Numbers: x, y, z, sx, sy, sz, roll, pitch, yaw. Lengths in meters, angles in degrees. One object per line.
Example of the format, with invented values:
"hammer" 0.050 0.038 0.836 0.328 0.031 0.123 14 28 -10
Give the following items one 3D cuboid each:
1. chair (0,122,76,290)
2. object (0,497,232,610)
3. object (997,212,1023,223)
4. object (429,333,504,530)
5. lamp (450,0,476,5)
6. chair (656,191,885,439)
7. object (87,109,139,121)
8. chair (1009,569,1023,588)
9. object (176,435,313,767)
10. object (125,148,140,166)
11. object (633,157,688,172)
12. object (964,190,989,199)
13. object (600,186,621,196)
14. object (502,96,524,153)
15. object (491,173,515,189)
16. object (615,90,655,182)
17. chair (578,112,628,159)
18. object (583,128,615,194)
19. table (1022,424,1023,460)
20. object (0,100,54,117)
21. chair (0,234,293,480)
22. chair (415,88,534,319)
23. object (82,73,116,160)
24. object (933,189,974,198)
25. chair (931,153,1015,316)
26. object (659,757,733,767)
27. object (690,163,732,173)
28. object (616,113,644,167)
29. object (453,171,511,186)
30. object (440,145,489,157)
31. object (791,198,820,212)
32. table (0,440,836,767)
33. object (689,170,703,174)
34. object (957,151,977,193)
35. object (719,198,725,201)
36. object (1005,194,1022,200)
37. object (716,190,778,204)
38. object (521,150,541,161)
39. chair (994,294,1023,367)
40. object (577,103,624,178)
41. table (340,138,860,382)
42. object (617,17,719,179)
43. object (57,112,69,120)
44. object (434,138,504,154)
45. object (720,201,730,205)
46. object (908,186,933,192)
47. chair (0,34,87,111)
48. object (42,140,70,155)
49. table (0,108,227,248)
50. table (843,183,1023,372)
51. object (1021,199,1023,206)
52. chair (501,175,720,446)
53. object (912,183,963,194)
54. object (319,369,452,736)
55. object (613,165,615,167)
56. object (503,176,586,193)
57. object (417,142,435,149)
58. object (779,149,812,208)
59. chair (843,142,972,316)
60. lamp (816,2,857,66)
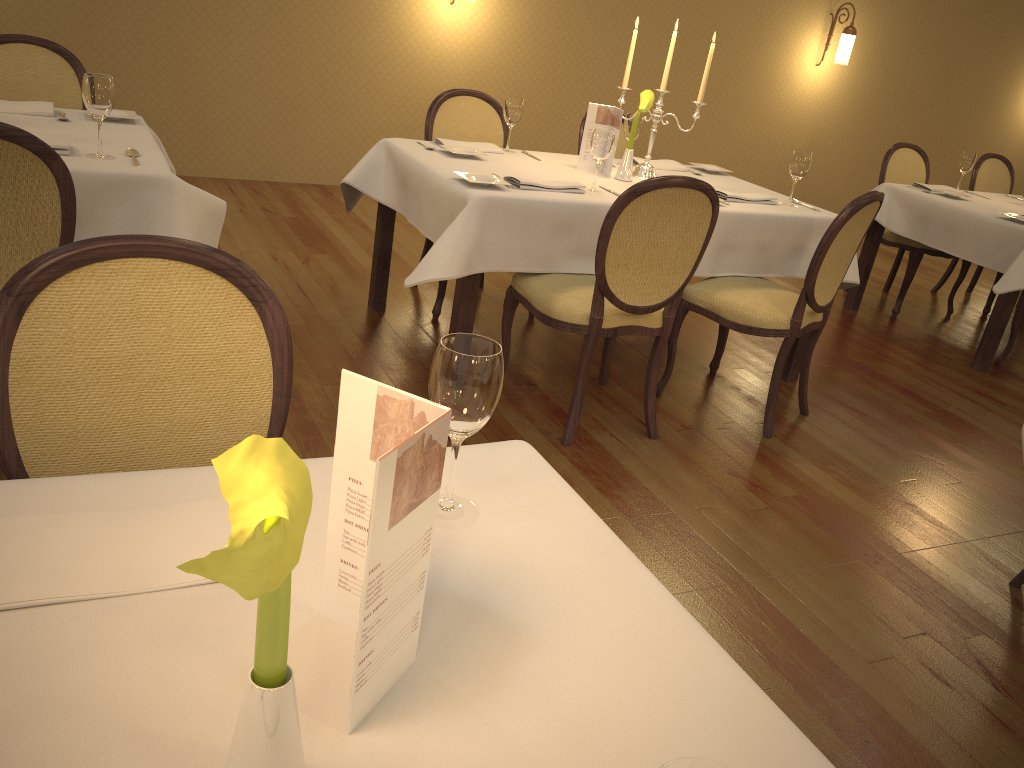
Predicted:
"chair" -1.366 -0.244 2.266 0.530 0.955 0.571 -2 26 -27
"object" -0.397 0.173 0.946 0.273 0.024 0.142 -2 26 -27
"object" 2.558 -0.829 4.474 0.160 0.024 0.160 -2 26 -27
"object" -0.065 0.057 1.081 0.088 0.229 0.088 17 24 17
"lamp" -0.321 -2.736 5.773 0.114 0.513 0.323 -8 29 -36
"chair" 1.002 -0.343 3.457 0.571 0.955 0.530 26 28 32
"object" -1.412 -0.946 3.133 0.160 0.024 0.160 -2 26 -27
"chair" 1.878 0.222 2.499 0.571 0.955 0.530 28 29 37
"object" -0.162 0.175 0.580 0.076 0.375 0.163 7 23 -7
"object" -1.118 -0.669 2.619 0.038 0.015 0.181 -2 26 -26
"object" 0.684 -1.042 4.201 0.273 0.033 0.142 -2 26 -27
"object" 2.751 -1.118 5.239 0.017 0.010 0.185 -2 26 -27
"object" 0.378 -0.741 3.398 0.017 0.010 0.185 -2 26 -26
"object" -0.004 -1.131 3.871 0.088 0.229 0.088 17 24 17
"object" -0.035 -0.733 3.206 0.038 0.015 0.181 -2 26 -26
"object" 0.498 -1.005 3.595 0.076 0.375 0.163 7 23 -7
"chair" 0.593 -0.892 4.569 0.571 0.955 0.530 28 29 37
"object" 0.325 -0.833 3.311 0.088 0.229 0.088 17 24 17
"table" 2.079 0.535 2.096 1.395 0.759 1.389 -2 26 -25
"object" -1.699 -0.938 2.992 0.273 0.033 0.142 -2 26 -27
"chair" -0.498 0.326 1.292 0.530 0.955 0.571 -2 26 -27
"chair" -0.155 -0.840 4.144 0.530 0.955 0.571 -2 26 -27
"object" -1.182 -0.766 2.542 0.088 0.229 0.088 17 24 17
"object" 2.467 -1.057 4.968 0.160 0.024 0.160 -2 26 -27
"chair" 3.260 -0.989 5.878 0.530 0.955 0.571 -2 26 -27
"object" 0.089 0.329 0.512 0.088 0.229 0.088 17 24 17
"object" 0.971 -1.050 4.343 0.160 0.024 0.160 -2 26 -27
"object" 0.541 -1.117 4.058 0.088 0.229 0.088 15 23 12
"object" -0.107 -0.713 3.122 0.160 0.024 0.160 -2 26 -27
"object" -0.198 -0.941 3.615 0.160 0.024 0.160 -2 26 -27
"object" 1.264 -0.773 3.828 0.038 0.015 0.181 -2 26 -26
"table" -0.325 0.640 0.876 1.395 0.759 1.389 -2 26 -25
"object" 0.852 -1.020 4.235 0.038 0.015 0.181 -2 26 -26
"object" 2.661 -1.247 5.223 0.088 0.229 0.088 17 24 17
"object" 0.736 -0.742 3.531 0.160 0.024 0.160 -2 26 -27
"object" 3.093 -1.133 5.412 0.017 0.010 0.185 -2 26 -27
"object" 0.969 -0.792 3.735 0.273 0.033 0.142 -2 26 -27
"object" 0.087 -1.002 3.887 0.017 0.010 0.185 -2 26 -27
"chair" 2.992 -0.434 4.477 0.530 0.955 0.571 -2 26 -27
"object" 0.386 -1.018 3.708 0.166 0.277 0.081 24 27 29
"table" 0.335 -0.546 3.904 2.152 0.759 1.385 -2 26 -27
"object" 0.626 -1.195 3.740 0.390 0.655 0.131 12 23 4
"object" -1.531 -0.916 3.025 0.038 0.015 0.181 -2 26 -26
"object" -0.184 -1.023 3.815 0.273 0.024 0.142 -2 26 -27
"object" 0.828 -0.760 3.626 0.017 0.010 0.185 -2 26 -26
"object" 2.309 -1.106 5.026 0.038 0.015 0.181 -2 26 -26
"chair" -1.786 -0.769 3.317 0.530 0.955 0.571 -2 26 -27
"object" -1.413 -0.688 2.526 0.273 0.033 0.142 -2 26 -27
"table" -2.048 -0.443 2.695 2.152 0.759 1.385 -2 26 -27
"table" 3.000 -0.663 5.257 2.152 0.759 1.385 -2 26 -27
"object" 3.051 -1.134 5.061 0.166 0.277 0.081 24 27 29
"chair" 0.327 -0.318 3.125 0.530 0.955 0.571 -2 26 -27
"object" 2.481 -1.139 5.167 0.273 0.024 0.142 -2 26 -27
"object" -0.111 0.146 0.799 0.081 0.277 0.166 1 25 -21
"object" 0.428 -1.017 4.060 0.017 0.010 0.185 -2 26 -27
"object" 0.121 -0.739 3.267 0.273 0.033 0.142 -2 26 -27
"object" -0.356 -0.990 3.674 0.038 0.015 0.181 -2 26 -26
"object" 1.200 -0.869 3.751 0.088 0.229 0.088 17 24 17
"chair" 2.510 -0.957 5.497 0.530 0.955 0.571 -2 26 -27
"lamp" 2.677 -2.866 7.294 0.114 0.513 0.323 -8 29 -36
